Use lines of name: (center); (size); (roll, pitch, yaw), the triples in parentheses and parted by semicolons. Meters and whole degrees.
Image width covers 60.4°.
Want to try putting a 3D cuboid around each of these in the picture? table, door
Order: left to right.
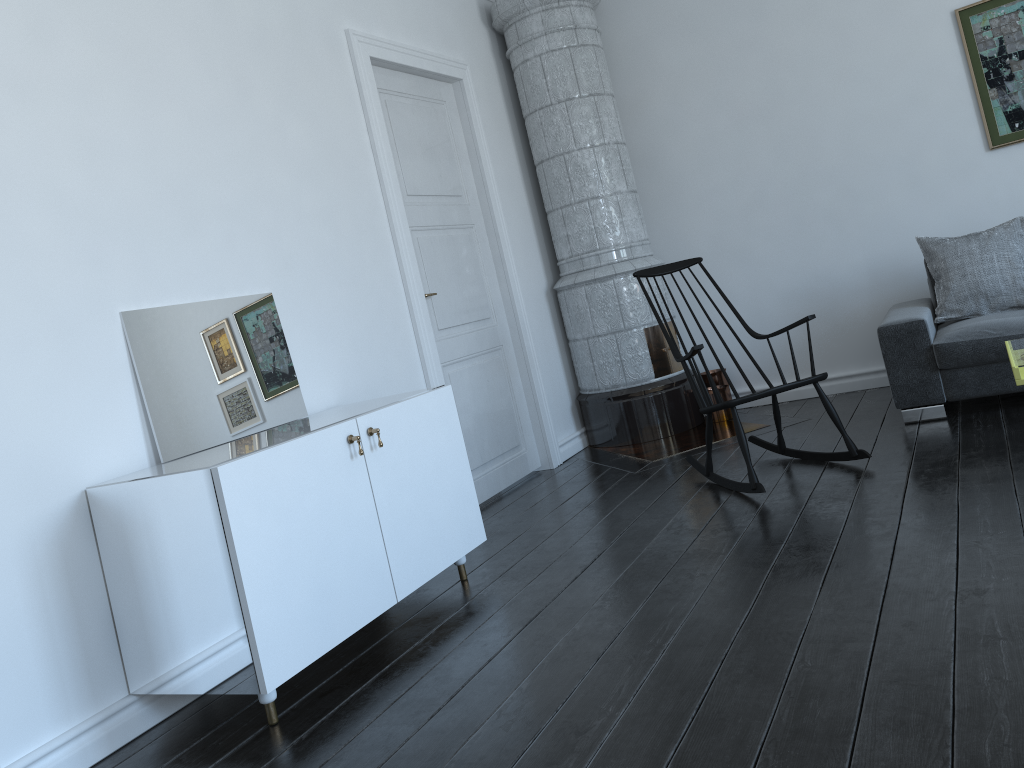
door: (-0.294, -0.622, 4.787); (0.114, 2.482, 1.181); (-14, -1, 29)
table: (2.430, -0.030, 2.835); (1.385, 0.400, 0.608); (-11, 3, 28)

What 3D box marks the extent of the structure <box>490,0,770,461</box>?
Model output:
structure: (0.600, -1.102, 5.455); (0.784, 2.898, 1.258); (-13, -1, -16)

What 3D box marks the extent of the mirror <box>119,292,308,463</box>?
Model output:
mirror: (-1.029, -0.053, 3.127); (0.053, 0.503, 0.704); (-14, 2, 29)

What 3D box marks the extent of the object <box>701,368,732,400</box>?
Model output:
object: (1.312, 0.057, 5.620); (0.171, 0.282, 0.177); (-13, 0, 28)

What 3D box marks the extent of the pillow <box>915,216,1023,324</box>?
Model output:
pillow: (3.054, -0.699, 4.161); (2.031, 0.493, 0.484); (-10, 3, 32)

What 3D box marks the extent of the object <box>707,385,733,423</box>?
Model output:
object: (1.275, 0.123, 5.441); (0.173, 0.200, 0.173); (-13, 1, 18)

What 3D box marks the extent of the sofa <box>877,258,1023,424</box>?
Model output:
sofa: (3.003, -0.438, 4.089); (2.347, 0.725, 1.098); (-11, 3, 28)

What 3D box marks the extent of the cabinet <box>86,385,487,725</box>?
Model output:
cabinet: (-0.643, 0.507, 2.975); (0.583, 0.736, 1.216); (-13, 3, 29)

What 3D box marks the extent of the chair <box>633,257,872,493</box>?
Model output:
chair: (0.993, -0.098, 3.965); (0.617, 1.007, 0.899); (-13, 1, -17)
